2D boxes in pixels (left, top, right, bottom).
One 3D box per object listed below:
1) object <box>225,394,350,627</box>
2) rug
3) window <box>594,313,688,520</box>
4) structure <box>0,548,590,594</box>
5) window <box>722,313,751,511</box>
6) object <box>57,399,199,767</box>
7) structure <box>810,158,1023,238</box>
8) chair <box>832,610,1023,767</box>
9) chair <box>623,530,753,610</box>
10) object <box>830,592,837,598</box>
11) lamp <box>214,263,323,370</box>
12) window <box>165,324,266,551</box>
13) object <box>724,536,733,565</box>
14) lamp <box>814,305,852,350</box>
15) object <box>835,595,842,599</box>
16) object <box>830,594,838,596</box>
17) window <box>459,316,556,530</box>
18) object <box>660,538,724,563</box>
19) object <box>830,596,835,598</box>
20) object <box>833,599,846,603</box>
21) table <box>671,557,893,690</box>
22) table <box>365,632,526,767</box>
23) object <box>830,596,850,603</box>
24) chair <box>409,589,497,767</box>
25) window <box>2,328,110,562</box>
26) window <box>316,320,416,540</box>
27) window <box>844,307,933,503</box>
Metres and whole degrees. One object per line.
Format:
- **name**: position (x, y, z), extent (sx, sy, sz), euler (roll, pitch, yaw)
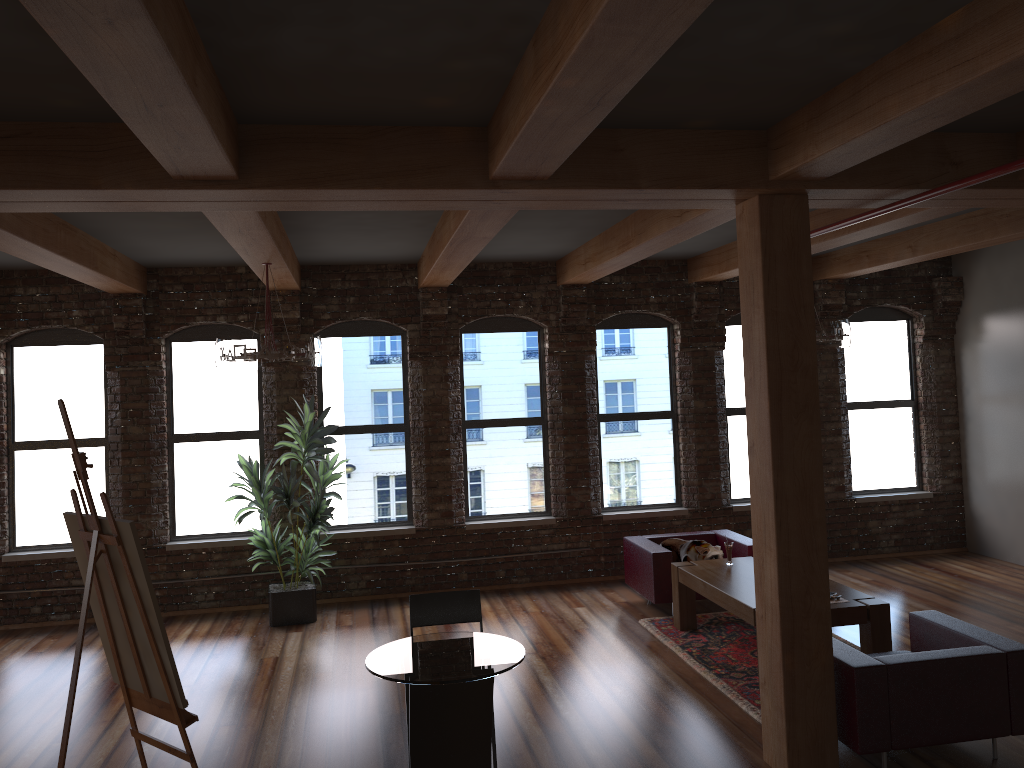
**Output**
- **object**: position (-2.110, 1.150, 8.360), extent (1.080, 2.107, 0.965), euler (-2, -2, 3)
- **rug**: position (1.978, 2.040, 6.655), extent (1.344, 0.009, 2.459), euler (-2, 0, -10)
- **window**: position (1.369, 0.320, 9.629), extent (0.968, 2.219, 0.235), euler (-2, -2, -10)
- **structure**: position (-5.963, 1.919, 8.101), extent (13.710, 0.314, 1.631), euler (-2, 0, -17)
- **window**: position (2.812, 0.262, 9.888), extent (0.968, 2.219, 0.235), euler (-2, -2, -10)
- **object**: position (-1.957, 1.135, 4.331), extent (0.700, 2.145, 0.685), euler (-4, -3, 40)
- **structure**: position (2.417, -1.037, 3.491), extent (0.051, 0.112, 6.799), euler (-2, 0, -10)
- **chair**: position (2.225, 1.738, 5.061), extent (1.071, 0.594, 0.864), euler (-2, -1, -10)
- **chair**: position (1.685, 1.749, 8.227), extent (1.071, 0.594, 0.864), euler (-2, -1, -10)
- **object**: position (2.147, 1.474, 6.195), extent (0.212, 0.018, 0.154), euler (-2, 0, 35)
- **lamp**: position (-1.880, -0.529, 6.840), extent (0.808, 0.816, 0.809), euler (-3, -1, 32)
- **window**: position (-2.959, 0.494, 8.851), extent (0.968, 2.219, 0.235), euler (-2, -2, -10)
- **object**: position (1.803, 1.380, 7.352), extent (0.075, 0.232, 0.095), euler (-3, -2, 23)
- **lamp**: position (2.474, -0.704, 7.623), extent (0.808, 0.816, 0.809), euler (-3, -1, 31)
- **object**: position (2.243, 1.469, 6.095), extent (0.059, 0.021, 0.018), euler (-2, -1, -23)
- **object**: position (2.149, 1.462, 6.202), extent (0.007, 0.008, 0.270), euler (-1, -1, -44)
- **window**: position (-0.074, 0.378, 9.370), extent (0.968, 2.219, 0.235), euler (-2, -2, -10)
- **object**: position (1.637, 1.574, 8.103), extent (0.365, 0.297, 0.753), euler (-2, -1, -39)
- **object**: position (2.135, 1.463, 6.178), extent (0.007, 0.008, 0.270), euler (-1, 0, -36)
- **object**: position (2.038, 1.489, 6.151), extent (0.471, 0.003, 0.331), euler (-2, 0, -10)
- **table**: position (1.952, 1.768, 6.711), extent (0.900, 0.551, 1.748), euler (-2, 0, -10)
- **table**: position (-0.281, 1.685, 3.986), extent (0.721, 0.926, 0.721), euler (-3, -2, 15)
- **object**: position (2.038, 1.489, 6.152), extent (0.469, 0.001, 0.352), euler (-2, 0, -10)
- **chair**: position (-0.318, 1.649, 4.698), extent (0.430, 0.983, 0.466), euler (-2, -2, -10)
- **window**: position (-4.402, 0.552, 8.590), extent (0.968, 2.219, 0.231), euler (-2, -2, -10)
- **window**: position (-1.515, 0.436, 9.111), extent (0.968, 2.219, 0.235), euler (-2, -2, -10)
- **window**: position (4.255, 0.204, 10.148), extent (0.968, 2.219, 0.235), euler (-2, -2, -10)
